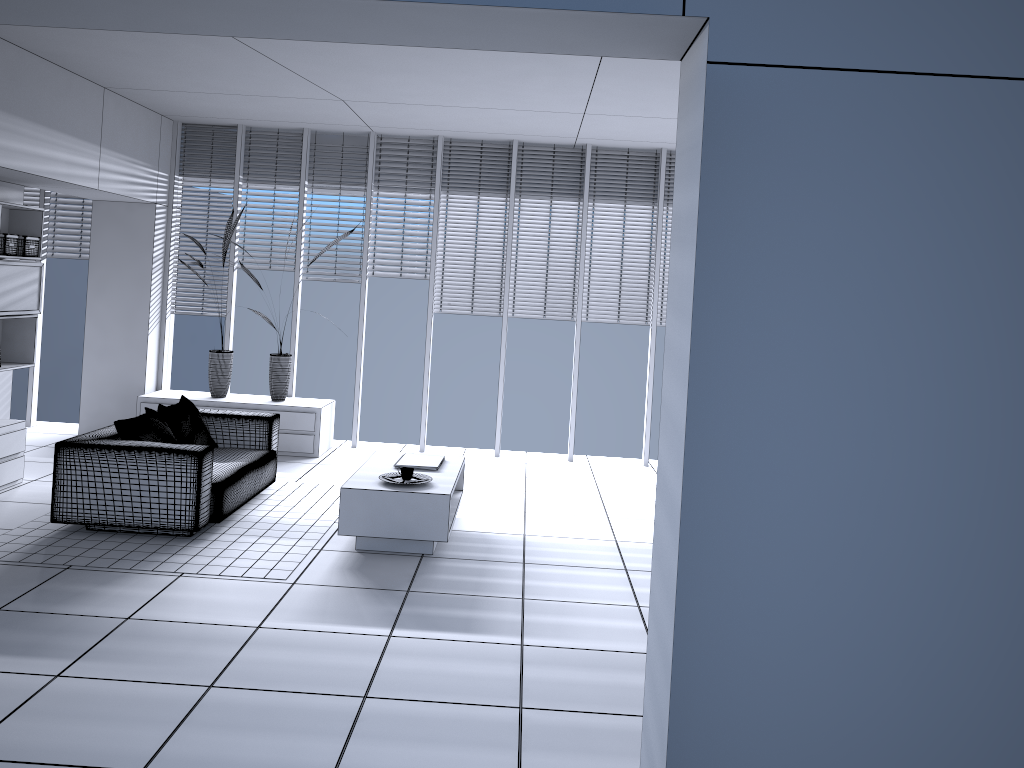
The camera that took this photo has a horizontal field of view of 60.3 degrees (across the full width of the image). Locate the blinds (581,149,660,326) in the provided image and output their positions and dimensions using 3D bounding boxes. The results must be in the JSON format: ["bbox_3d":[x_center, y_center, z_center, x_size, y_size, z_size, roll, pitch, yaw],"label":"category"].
[{"bbox_3d":[1.066,-1.429,8.586,0.715,1.688,0.047,3,0,1],"label":"blinds"}]

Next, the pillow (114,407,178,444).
[{"bbox_3d":[-2.340,0.389,5.738,0.340,0.388,0.570,3,4,-2],"label":"pillow"}]

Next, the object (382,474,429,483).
[{"bbox_3d":[-0.654,0.583,5.411,0.217,0.012,0.216,-2,8,-42],"label":"object"}]

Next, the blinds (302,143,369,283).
[{"bbox_3d":[-1.714,-1.677,8.642,0.637,1.355,0.057,3,0,1],"label":"blinds"}]

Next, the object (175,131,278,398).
[{"bbox_3d":[-2.653,-1.385,8.389,1.432,2.983,0.493,4,0,30],"label":"object"}]

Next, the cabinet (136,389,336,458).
[{"bbox_3d":[-2.555,0.359,8.211,1.675,0.449,0.599,3,4,1],"label":"cabinet"}]

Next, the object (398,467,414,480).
[{"bbox_3d":[-0.650,0.553,5.411,0.096,0.069,0.085,2,4,-18],"label":"object"}]

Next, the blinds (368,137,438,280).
[{"bbox_3d":[-1.065,-1.720,8.631,0.637,1.375,0.039,3,0,1],"label":"blinds"}]

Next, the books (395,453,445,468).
[{"bbox_3d":[-0.621,0.523,6.002,0.285,0.008,0.417,4,6,2],"label":"books"}]

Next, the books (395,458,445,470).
[{"bbox_3d":[-0.622,0.537,6.013,0.285,0.008,0.417,4,6,2],"label":"books"}]

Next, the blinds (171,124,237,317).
[{"bbox_3d":[-3.006,-1.610,8.667,0.637,1.880,0.057,3,0,1],"label":"blinds"}]

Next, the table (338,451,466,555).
[{"bbox_3d":[-0.683,0.759,5.769,0.650,0.387,1.207,3,5,1],"label":"table"}]

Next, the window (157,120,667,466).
[{"bbox_3d":[-0.631,-0.864,8.532,5.502,3.124,0.100,3,0,1],"label":"window"}]

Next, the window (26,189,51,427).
[{"bbox_3d":[-4.944,-1.131,8.651,0.688,3.124,0.100,3,0,1],"label":"window"}]

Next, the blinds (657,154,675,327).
[{"bbox_3d":[1.783,-1.385,8.571,0.715,1.688,0.047,3,0,1],"label":"blinds"}]

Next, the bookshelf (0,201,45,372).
[{"bbox_3d":[-3.902,-0.623,5.571,0.327,1.247,2.831,3,5,1],"label":"bookshelf"}]

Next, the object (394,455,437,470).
[{"bbox_3d":[-0.631,0.530,6.002,0.285,0.008,0.417,4,6,2],"label":"object"}]

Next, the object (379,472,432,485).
[{"bbox_3d":[-0.654,0.589,5.415,0.331,0.024,0.329,7,7,31],"label":"object"}]

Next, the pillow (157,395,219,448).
[{"bbox_3d":[-2.327,0.306,6.319,0.300,0.397,0.569,3,4,-2],"label":"pillow"}]

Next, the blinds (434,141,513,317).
[{"bbox_3d":[-0.361,-1.516,8.615,0.715,1.688,0.047,3,0,1],"label":"blinds"}]

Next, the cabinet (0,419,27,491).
[{"bbox_3d":[-3.833,0.594,5.282,0.574,0.448,2.281,3,6,1],"label":"cabinet"}]

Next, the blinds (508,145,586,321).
[{"bbox_3d":[0.346,-1.473,8.601,0.715,1.688,0.047,3,0,1],"label":"blinds"}]

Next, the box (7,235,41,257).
[{"bbox_3d":[-3.852,-1.073,6.832,0.280,0.162,0.217,3,4,1],"label":"box"}]

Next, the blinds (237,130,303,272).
[{"bbox_3d":[-2.352,-1.798,8.656,0.637,1.364,0.051,3,0,1],"label":"blinds"}]

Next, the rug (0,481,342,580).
[{"bbox_3d":[-2.072,0.865,5.807,1.798,0.001,2.243,3,6,1],"label":"rug"}]

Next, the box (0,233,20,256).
[{"bbox_3d":[-3.858,-1.045,6.563,0.280,0.162,0.179,3,3,1],"label":"box"}]

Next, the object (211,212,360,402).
[{"bbox_3d":[-2.168,-0.759,8.049,1.550,1.862,0.693,3,1,-4],"label":"object"}]

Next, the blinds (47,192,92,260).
[{"bbox_3d":[-4.252,-1.919,8.727,0.637,1.375,0.039,3,0,1],"label":"blinds"}]

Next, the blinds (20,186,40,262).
[{"bbox_3d":[-4.906,-1.732,8.739,0.637,1.900,0.039,3,0,1],"label":"blinds"}]

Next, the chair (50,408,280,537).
[{"bbox_3d":[-2.230,0.554,6.019,0.960,0.550,1.657,3,5,1],"label":"chair"}]
